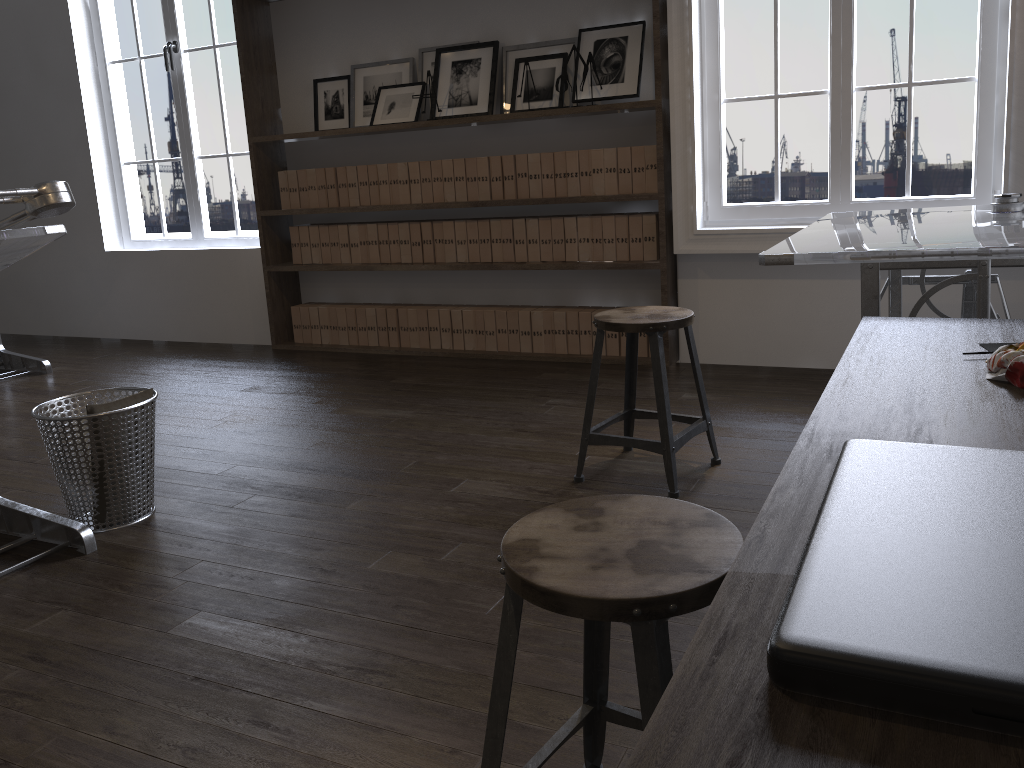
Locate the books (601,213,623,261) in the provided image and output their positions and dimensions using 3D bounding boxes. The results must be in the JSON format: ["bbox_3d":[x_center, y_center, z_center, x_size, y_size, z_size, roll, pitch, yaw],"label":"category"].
[{"bbox_3d":[0.513,-0.736,4.431,0.067,0.223,0.176,2,13,26],"label":"books"}]

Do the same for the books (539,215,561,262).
[{"bbox_3d":[0.210,-0.756,4.589,0.067,0.223,0.176,2,13,26],"label":"books"}]

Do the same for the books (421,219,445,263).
[{"bbox_3d":[-0.424,-0.791,4.896,0.067,0.223,0.176,2,13,26],"label":"books"}]

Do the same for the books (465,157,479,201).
[{"bbox_3d":[-0.170,-1.087,4.698,0.067,0.223,0.176,2,13,26],"label":"books"}]

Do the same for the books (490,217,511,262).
[{"bbox_3d":[-0.040,-0.770,4.710,0.067,0.223,0.176,2,13,26],"label":"books"}]

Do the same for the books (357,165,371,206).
[{"bbox_3d":[-0.790,-1.126,5.013,0.067,0.223,0.176,2,13,26],"label":"books"}]

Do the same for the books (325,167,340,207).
[{"bbox_3d":[-0.986,-1.136,5.105,0.067,0.223,0.176,2,13,26],"label":"books"}]

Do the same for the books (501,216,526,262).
[{"bbox_3d":[0.014,-0.765,4.678,0.067,0.223,0.176,2,13,26],"label":"books"}]

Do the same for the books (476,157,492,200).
[{"bbox_3d":[-0.112,-1.085,4.674,0.067,0.223,0.176,2,13,26],"label":"books"}]

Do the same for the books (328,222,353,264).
[{"bbox_3d":[-0.984,-0.825,5.179,0.067,0.223,0.176,2,13,26],"label":"books"}]

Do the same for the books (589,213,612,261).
[{"bbox_3d":[0.455,-0.741,4.464,0.067,0.223,0.176,2,13,26],"label":"books"}]

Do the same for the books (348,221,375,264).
[{"bbox_3d":[-0.857,-0.817,5.114,0.067,0.223,0.176,2,13,26],"label":"books"}]

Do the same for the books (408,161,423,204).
[{"bbox_3d":[-0.487,-1.107,4.857,0.067,0.223,0.176,2,13,26],"label":"books"}]

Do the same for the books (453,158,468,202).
[{"bbox_3d":[-0.235,-1.091,4.730,0.067,0.223,0.176,2,13,26],"label":"books"}]

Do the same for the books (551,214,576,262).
[{"bbox_3d":[0.271,-0.752,4.556,0.067,0.223,0.176,2,13,26],"label":"books"}]

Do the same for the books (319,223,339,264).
[{"bbox_3d":[-1.045,-0.830,5.212,0.067,0.223,0.176,2,13,26],"label":"books"}]

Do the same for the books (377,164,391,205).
[{"bbox_3d":[-0.669,-1.117,4.946,0.067,0.223,0.176,2,13,26],"label":"books"}]

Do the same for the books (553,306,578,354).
[{"bbox_3d":[0.287,-0.284,4.649,0.067,0.223,0.176,2,13,26],"label":"books"}]

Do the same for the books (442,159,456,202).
[{"bbox_3d":[-0.299,-1.096,4.766,0.067,0.223,0.176,2,13,26],"label":"books"}]

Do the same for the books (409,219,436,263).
[{"bbox_3d":[-0.488,-0.797,4.935,0.067,0.223,0.176,2,13,26],"label":"books"}]

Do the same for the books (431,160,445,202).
[{"bbox_3d":[-0.359,-1.101,4.800,0.067,0.223,0.176,2,13,26],"label":"books"}]

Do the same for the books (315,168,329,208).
[{"bbox_3d":[-1.050,-1.141,5.142,0.067,0.223,0.176,2,13,26],"label":"books"}]

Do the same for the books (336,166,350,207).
[{"bbox_3d":[-0.917,-1.133,5.076,0.067,0.223,0.176,2,13,26],"label":"books"}]

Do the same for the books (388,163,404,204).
[{"bbox_3d":[-0.607,-1.115,4.920,0.067,0.223,0.176,2,13,26],"label":"books"}]

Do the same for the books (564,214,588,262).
[{"bbox_3d":[0.332,-0.747,4.521,0.067,0.223,0.176,2,13,26],"label":"books"}]

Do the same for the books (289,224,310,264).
[{"bbox_3d":[-1.241,-0.839,5.301,0.067,0.223,0.176,2,13,26],"label":"books"}]

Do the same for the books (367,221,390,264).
[{"bbox_3d":[-0.742,-0.810,5.054,0.067,0.223,0.176,2,13,26],"label":"books"}]

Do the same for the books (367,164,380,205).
[{"bbox_3d":[-0.727,-1.122,4.981,0.067,0.223,0.176,2,13,26],"label":"books"}]

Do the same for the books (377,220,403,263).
[{"bbox_3d":[-0.679,-0.808,5.029,0.067,0.223,0.176,2,13,26],"label":"books"}]

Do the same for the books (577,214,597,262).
[{"bbox_3d":[0.398,-0.744,4.491,0.067,0.223,0.176,2,13,26],"label":"books"}]

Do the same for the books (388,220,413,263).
[{"bbox_3d":[-0.616,-0.804,4.997,0.067,0.223,0.176,2,13,26],"label":"books"}]

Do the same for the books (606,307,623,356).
[{"bbox_3d":[0.541,-0.270,4.530,0.067,0.223,0.176,2,13,26],"label":"books"}]

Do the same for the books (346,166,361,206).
[{"bbox_3d":[-0.855,-1.128,5.040,0.067,0.223,0.176,2,13,26],"label":"books"}]

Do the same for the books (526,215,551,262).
[{"bbox_3d":[0.145,-0.758,4.616,0.067,0.223,0.176,2,13,26],"label":"books"}]

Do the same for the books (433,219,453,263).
[{"bbox_3d":[-0.355,-0.789,4.868,0.067,0.223,0.176,2,13,26],"label":"books"}]

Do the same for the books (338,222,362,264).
[{"bbox_3d":[-0.923,-0.821,5.144,0.067,0.223,0.176,2,13,26],"label":"books"}]

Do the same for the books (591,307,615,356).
[{"bbox_3d":[0.475,-0.273,4.558,0.067,0.223,0.176,2,13,26],"label":"books"}]

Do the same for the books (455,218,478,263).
[{"bbox_3d":[-0.233,-0.781,4.804,0.067,0.223,0.176,2,13,26],"label":"books"}]

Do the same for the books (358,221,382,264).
[{"bbox_3d":[-0.800,-0.815,5.087,0.067,0.223,0.176,2,13,26],"label":"books"}]

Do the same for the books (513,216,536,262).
[{"bbox_3d":[0.079,-0.761,4.646,0.067,0.223,0.176,2,13,26],"label":"books"}]

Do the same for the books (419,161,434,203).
[{"bbox_3d":[-0.423,-1.104,4.829,0.067,0.223,0.176,2,13,26],"label":"books"}]

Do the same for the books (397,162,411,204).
[{"bbox_3d":[-0.551,-1.111,4.891,0.067,0.223,0.176,2,13,26],"label":"books"}]
